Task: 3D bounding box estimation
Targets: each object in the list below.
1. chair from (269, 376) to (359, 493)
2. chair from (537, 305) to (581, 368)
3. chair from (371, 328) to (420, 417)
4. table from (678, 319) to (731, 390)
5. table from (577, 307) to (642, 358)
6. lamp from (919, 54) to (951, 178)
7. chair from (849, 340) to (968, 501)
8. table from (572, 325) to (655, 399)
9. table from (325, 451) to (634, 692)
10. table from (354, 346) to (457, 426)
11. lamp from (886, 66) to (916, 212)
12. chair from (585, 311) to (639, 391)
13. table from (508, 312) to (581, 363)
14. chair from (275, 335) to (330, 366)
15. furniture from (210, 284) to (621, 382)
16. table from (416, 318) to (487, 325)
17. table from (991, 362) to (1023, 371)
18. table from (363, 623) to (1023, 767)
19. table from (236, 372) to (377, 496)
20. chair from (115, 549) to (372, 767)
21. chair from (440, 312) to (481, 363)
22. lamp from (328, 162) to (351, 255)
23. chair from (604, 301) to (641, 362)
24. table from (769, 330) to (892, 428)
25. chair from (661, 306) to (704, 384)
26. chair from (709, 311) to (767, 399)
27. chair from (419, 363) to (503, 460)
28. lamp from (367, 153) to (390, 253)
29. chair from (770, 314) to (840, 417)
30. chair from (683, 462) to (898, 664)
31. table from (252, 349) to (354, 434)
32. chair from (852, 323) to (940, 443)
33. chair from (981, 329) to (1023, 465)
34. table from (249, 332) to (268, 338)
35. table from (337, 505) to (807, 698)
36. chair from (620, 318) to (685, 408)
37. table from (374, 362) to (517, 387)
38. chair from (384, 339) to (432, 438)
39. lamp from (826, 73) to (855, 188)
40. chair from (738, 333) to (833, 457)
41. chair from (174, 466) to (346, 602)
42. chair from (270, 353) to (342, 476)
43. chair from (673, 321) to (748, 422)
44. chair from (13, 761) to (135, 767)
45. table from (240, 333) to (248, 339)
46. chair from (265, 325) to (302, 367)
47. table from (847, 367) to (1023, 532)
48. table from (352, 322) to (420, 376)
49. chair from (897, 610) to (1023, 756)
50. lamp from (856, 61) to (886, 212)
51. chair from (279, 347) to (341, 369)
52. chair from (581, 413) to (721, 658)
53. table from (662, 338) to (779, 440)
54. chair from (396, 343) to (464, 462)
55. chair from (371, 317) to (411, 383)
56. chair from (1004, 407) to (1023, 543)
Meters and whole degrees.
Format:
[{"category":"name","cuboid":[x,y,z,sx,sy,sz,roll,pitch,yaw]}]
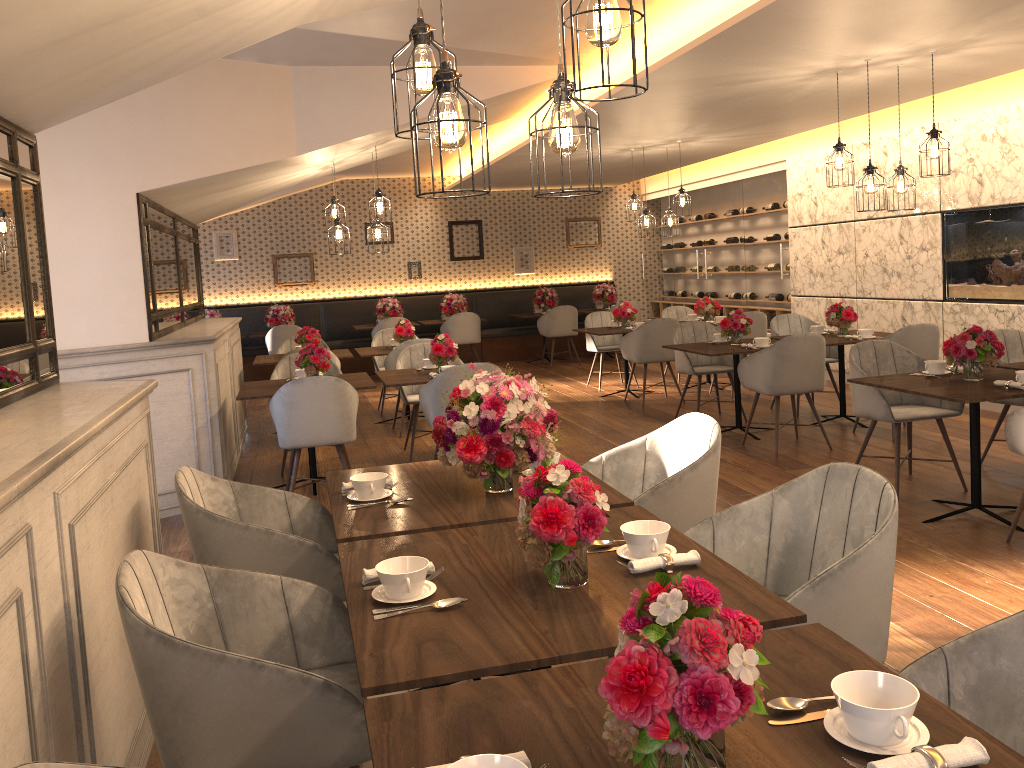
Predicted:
[{"category":"chair","cuboid":[-1.224,0.356,5.582,0.565,0.868,0.528,-5,5,-13]},{"category":"chair","cuboid":[0.688,-0.699,12.694,0.565,0.868,0.528,-5,5,-13]},{"category":"chair","cuboid":[-1.199,-0.145,9.339,0.565,0.868,0.528,-5,5,-13]},{"category":"table","cuboid":[2.163,-0.323,9.793,0.897,0.717,0.900,-5,6,-13]},{"category":"table","cuboid":[1.425,-0.782,13.567,0.897,0.717,0.900,-5,6,-13]},{"category":"lamp","cuboid":[2.653,-2.358,5.599,0.175,2.062,0.175,-4,4,-12]},{"category":"chair","cuboid":[2.333,0.187,5.311,0.565,0.868,0.528,-5,5,-13]},{"category":"table","cuboid":[1.233,-0.239,9.567,0.897,0.717,0.900,-5,6,-13]},{"category":"table","cuboid":[-0.147,0.704,3.062,0.897,0.717,0.900,-5,6,-13]},{"category":"table","cuboid":[-1.044,0.006,8.707,0.897,0.717,0.900,-5,6,-13]},{"category":"lamp","cuboid":[2.585,-2.204,5.932,0.175,2.062,0.175,-4,4,-12]},{"category":"chair","cuboid":[1.123,-0.394,10.211,0.565,0.868,0.528,-5,5,-13]},{"category":"table","cuboid":[0.495,-0.698,13.342,0.897,0.717,0.900,-5,6,-13]},{"category":"chair","cuboid":[-2.129,-0.061,9.114,0.565,0.868,0.528,-5,5,-13]},{"category":"furniture","cuboid":[-1.676,-0.770,13.459,7.095,1.077,0.543,-5,5,-14]},{"category":"table","cuboid":[-0.878,-0.575,13.009,0.897,0.717,0.900,-5,6,-13]},{"category":"table","cuboid":[3.372,0.258,4.892,0.897,0.717,0.900,-5,6,-13]},{"category":"table","cuboid":[0.302,0.920,1.241,0.897,0.717,0.900,-5,6,-13]},{"category":"table","cuboid":[-1.418,0.357,6.229,0.897,0.717,0.900,-5,6,-13]},{"category":"chair","cuboid":[-0.568,0.792,2.011,0.527,0.868,0.567,-5,5,-13]},{"category":"chair","cuboid":[-0.684,-0.576,12.362,0.565,0.868,0.528,-5,5,-13]},{"category":"lamp","cuboid":[-1.456,-2.080,7.127,0.175,2.062,0.175,-4,4,-12]},{"category":"chair","cuboid":[1.618,-0.783,12.919,0.565,0.868,0.528,-5,5,-13]},{"category":"table","cuboid":[2.756,-0.038,7.391,0.897,0.717,0.900,-5,6,-13]},{"category":"chair","cuboid":[2.053,-0.478,10.436,0.565,0.868,0.528,-5,5,-13]},{"category":"chair","cuboid":[2.356,-0.324,9.145,0.565,0.868,0.528,-5,5,-13]},{"category":"chair","cuboid":[-0.295,0.272,5.807,0.565,0.868,0.528,-5,5,-13]},{"category":"lamp","cuboid":[-1.171,-2.123,7.326,0.175,2.062,0.175,-4,4,-12]},{"category":"chair","cuboid":[2.646,-0.193,8.035,0.565,0.868,0.528,-5,5,-13]},{"category":"chair","cuboid":[0.715,0.674,2.341,0.527,0.868,0.567,-5,5,-13]},{"category":"table","cuboid":[-1.974,0.090,8.481,0.897,0.717,0.900,-5,6,-13]},{"category":"chair","cuboid":[2.949,-0.039,6.744,0.565,0.868,0.528,-5,5,-13]},{"category":"chair","cuboid":[3.263,0.103,5.536,0.565,0.868,0.528,-5,5,-13]},{"category":"table","cuboid":[-3.180,-0.368,12.451,0.897,0.717,0.900,-5,6,-13]},{"category":"table","cuboid":[0.077,0.812,2.151,0.897,0.717,0.900,-5,6,-13]},{"category":"chair","cuboid":[1.426,-0.241,8.920,0.565,0.868,0.528,-5,5,-13]},{"category":"table","cuboid":[-0.488,0.273,6.454,0.897,0.717,0.900,-5,6,-13]},{"category":"chair","cuboid":[-0.851,0.005,8.059,0.565,0.868,0.528,-5,5,-13]},{"category":"lamp","cuboid":[2.210,-2.391,6.037,0.175,2.062,0.175,-4,4,-12]},{"category":"chair","cuboid":[2.019,0.044,6.519,0.565,0.868,0.528,-5,5,-13]},{"category":"chair","cuboid":[-0.793,0.684,2.922,0.527,0.868,0.567,-5,5,-13]},{"category":"chair","cuboid":[-1.573,0.206,6.862,0.565,0.868,0.528,-5,5,-13]},{"category":"chair","cuboid":[1.716,-0.110,7.809,0.565,0.868,0.528,-5,5,-13]},{"category":"chair","cuboid":[-0.344,0.900,1.101,0.527,0.868,0.567,-5,5,-13]},{"category":"table","cuboid":[-4.110,-0.285,12.226,0.897,0.717,0.900,-5,6,-13]},{"category":"chair","cuboid":[-2.987,-0.369,11.804,0.565,0.868,0.528,-5,5,-13]},{"category":"table","cuboid":[2.442,0.342,4.667,0.897,0.717,0.900,-5,6,-13]},{"category":"table","cuboid":[-1.808,-0.491,12.784,0.897,0.717,0.900,-5,6,-13]},{"category":"chair","cuboid":[0.939,0.782,1.430,0.527,0.868,0.567,-5,5,-13]},{"category":"lamp","cuboid":[2.300,-2.161,5.733,0.175,2.062,0.175,-4,4,-12]},{"category":"chair","cuboid":[-1.780,0.089,7.834,0.565,0.868,0.528,-5,5,-13]},{"category":"chair","cuboid":[0.490,0.566,3.251,0.527,0.868,0.567,-5,5,-13]},{"category":"table","cuboid":[1.826,0.045,7.166,0.897,0.717,0.900,-5,6,-13]},{"category":"chair","cuboid":[-0.643,0.122,7.087,0.565,0.868,0.528,-5,5,-13]},{"category":"chair","cuboid":[-1.614,-0.492,12.136,0.565,0.868,0.528,-5,5,-13]},{"category":"chair","cuboid":[2.636,0.341,4.020,0.565,0.868,0.528,-5,5,-13]}]
